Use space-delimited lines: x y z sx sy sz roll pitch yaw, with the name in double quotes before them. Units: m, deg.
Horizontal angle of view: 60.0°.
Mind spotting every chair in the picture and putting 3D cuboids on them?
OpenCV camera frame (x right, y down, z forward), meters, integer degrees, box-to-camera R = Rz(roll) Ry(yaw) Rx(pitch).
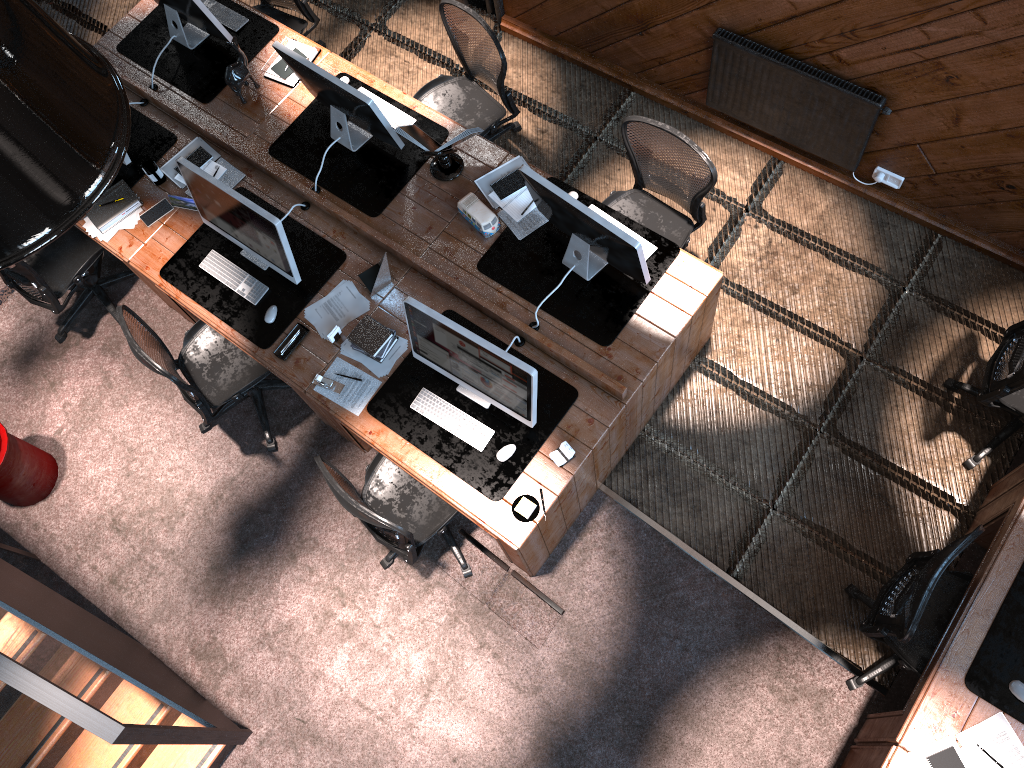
"chair" 1.962 1.057 3.927 0.792 1.085 0.770 20 72 15
"chair" 0.744 -0.862 4.866 0.770 1.085 0.792 20 72 15
"chair" -0.303 -1.649 5.321 0.770 1.085 0.792 30 75 18
"chair" -2.769 -0.798 5.289 0.770 1.085 0.792 11 70 11
"chair" 2.668 -0.047 4.287 0.792 1.085 0.770 11 70 11
"chair" -0.525 0.507 4.469 0.770 1.085 0.792 20 72 15
"chair" -1.624 -0.174 4.888 0.770 1.085 0.792 30 75 18
"chair" -1.592 -2.300 5.751 0.770 1.085 0.792 11 70 11

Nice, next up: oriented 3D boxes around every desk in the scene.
"desk" 2.690 1.474 3.797 1.748 0.840 4.117 31 75 18
"desk" -1.035 -0.859 5.225 4.117 0.840 1.748 34 76 18

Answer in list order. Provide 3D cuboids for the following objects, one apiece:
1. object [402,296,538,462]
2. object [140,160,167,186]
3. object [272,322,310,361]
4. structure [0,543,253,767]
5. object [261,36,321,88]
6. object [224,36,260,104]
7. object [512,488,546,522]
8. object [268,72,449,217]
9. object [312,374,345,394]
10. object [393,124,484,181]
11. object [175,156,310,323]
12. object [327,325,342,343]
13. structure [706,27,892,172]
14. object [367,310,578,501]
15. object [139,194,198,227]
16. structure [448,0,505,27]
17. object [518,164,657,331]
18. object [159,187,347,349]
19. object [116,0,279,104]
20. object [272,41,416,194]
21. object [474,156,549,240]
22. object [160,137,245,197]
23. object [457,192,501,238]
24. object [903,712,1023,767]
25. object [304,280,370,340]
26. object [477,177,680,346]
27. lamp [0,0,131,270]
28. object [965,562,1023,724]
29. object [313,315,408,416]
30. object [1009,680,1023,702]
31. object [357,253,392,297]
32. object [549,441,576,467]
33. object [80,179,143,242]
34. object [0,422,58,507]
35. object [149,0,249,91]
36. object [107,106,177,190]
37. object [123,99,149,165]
"object" -0.165 -0.107 4.148 0.714 0.573 0.610 30 75 18
"object" -2.050 -1.212 5.073 0.078 0.138 0.099 -37 68 -8
"object" -1.146 -0.221 4.605 0.089 0.031 0.215 31 75 18
"structure" -4.144 0.097 3.882 5.793 4.603 10.620 32 75 18
"object" -1.323 -1.939 5.313 0.229 0.060 0.316 25 73 16
"object" -1.590 -1.838 5.148 0.135 0.351 0.229 29 74 17
"object" 0.074 0.572 4.126 0.154 0.026 0.158 -10 67 3
"object" -0.880 -1.380 5.056 0.848 0.008 0.687 33 75 18
"object" -0.931 -0.009 4.472 0.159 0.064 0.054 19 72 14
"object" -0.382 -1.280 4.744 0.417 0.380 0.304 5 69 9
"object" -1.412 -0.739 4.567 0.654 0.576 0.735 -9 67 4
"object" -0.909 -0.252 4.550 0.034 0.102 0.076 32 75 18
"structure" 1.605 -1.604 5.096 1.064 0.628 0.073 32 75 18
"object" -0.200 0.084 4.372 0.848 0.008 0.687 33 75 18
"object" -1.926 -1.001 4.993 0.347 0.083 0.129 -17 67 0
"structure" -0.615 -3.274 5.135 1.003 2.745 0.500 37 77 19
"object" 0.386 -0.749 4.342 0.663 0.578 0.811 -2 68 7
"object" -1.414 -0.650 4.826 0.848 0.008 0.687 33 75 18
"object" -1.955 -2.143 5.504 0.848 0.008 0.687 33 75 18
"object" -0.894 -1.563 4.838 0.642 0.578 0.772 -10 67 3
"object" 0.036 -1.012 4.774 0.304 0.017 0.467 -32 68 -6
"object" -1.779 -1.216 5.089 0.467 0.017 0.304 39 78 20
"object" -0.176 -0.901 4.725 0.128 0.146 0.253 -41 69 -10
"object" 1.834 1.533 3.512 0.467 0.017 0.304 -23 67 -2
"object" -0.919 -0.392 4.660 0.315 0.002 0.246 -39 69 -9
"object" 0.339 -0.654 4.604 0.848 0.008 0.687 33 75 18
"lamp" -0.921 -0.793 0.229 0.445 2.372 0.445 -32 68 -6
"object" 2.363 1.074 3.640 0.687 0.008 0.848 31 75 18
"object" -0.776 -0.119 4.478 0.319 0.098 0.478 30 74 17
"object" 2.224 1.056 3.647 0.139 0.040 0.577 31 75 18
"object" -0.723 -0.589 4.542 0.178 0.320 0.165 41 78 20
"object" 0.235 0.332 4.184 0.106 0.063 0.082 -37 68 -8
"object" -2.287 -0.980 5.040 0.363 0.065 0.325 -30 67 -5
"object" -2.930 0.434 5.000 0.414 0.707 0.414 -11 67 3
"object" -1.979 -2.294 5.274 0.648 0.576 0.799 -11 67 3
"object" -2.495 -1.405 5.272 0.848 0.008 0.687 33 75 18
"object" -2.516 -1.545 5.040 0.692 0.581 0.586 -9 67 4
